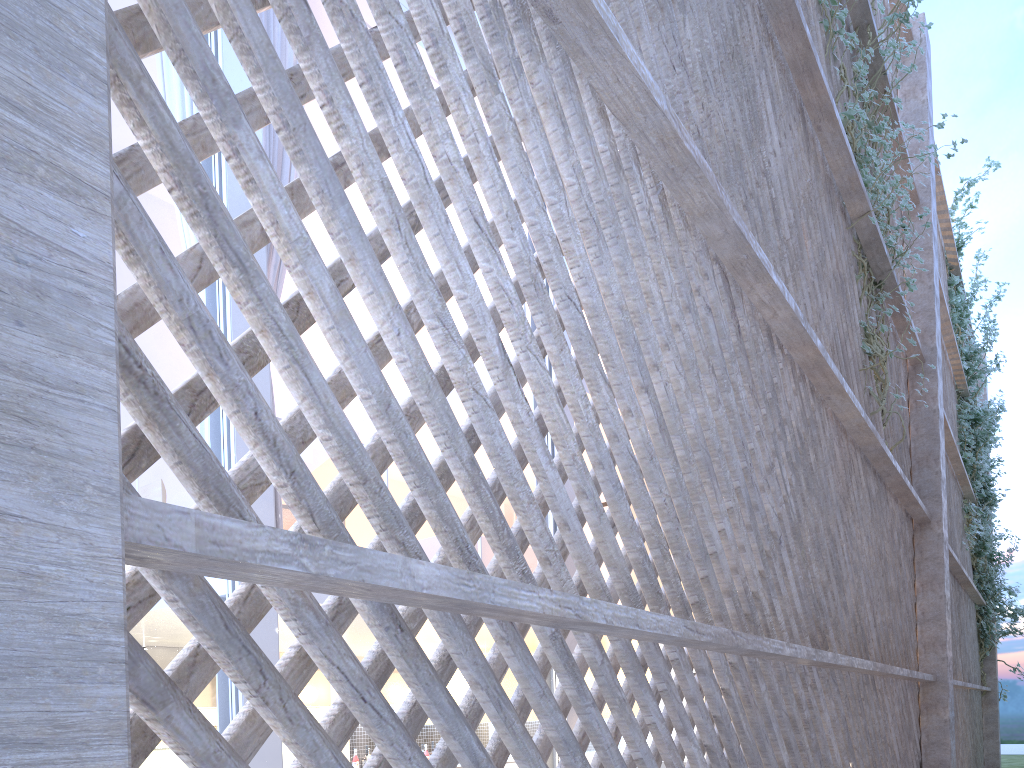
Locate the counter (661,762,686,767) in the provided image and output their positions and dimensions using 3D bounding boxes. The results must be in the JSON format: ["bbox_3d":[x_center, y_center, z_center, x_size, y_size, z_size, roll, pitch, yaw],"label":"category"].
[{"bbox_3d":[0.425,2.933,5.811,0.844,0.348,2.632,-16,-25,35],"label":"counter"}]

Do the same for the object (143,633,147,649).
[{"bbox_3d":[-1.726,1.206,3.859,0.029,0.075,0.030,1,-4,-40],"label":"object"}]

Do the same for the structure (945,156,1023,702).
[{"bbox_3d":[3.974,1.035,7.272,1.131,4.283,3.417,-3,-8,37],"label":"structure"}]

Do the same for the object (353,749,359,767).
[{"bbox_3d":[-1.036,1.783,4.434,1.730,0.763,1.929,-15,-23,34],"label":"object"}]

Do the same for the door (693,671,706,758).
[{"bbox_3d":[-0.232,2.664,6.083,5.677,1.128,0.491,15,-14,-37],"label":"door"}]

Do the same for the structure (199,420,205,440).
[{"bbox_3d":[-2.023,0.923,2.737,1.404,1.689,1.491,-9,-12,38],"label":"structure"}]

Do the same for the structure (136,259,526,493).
[{"bbox_3d":[-1.713,0.620,3.427,1.767,3.126,3.800,-6,-13,38],"label":"structure"}]

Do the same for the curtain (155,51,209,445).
[{"bbox_3d":[-1.203,-0.516,3.126,0.521,2.300,0.098,-3,-1,36],"label":"curtain"}]

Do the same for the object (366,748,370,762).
[{"bbox_3d":[-1.585,2.292,5.001,0.046,0.274,1.953,-3,-17,40],"label":"object"}]

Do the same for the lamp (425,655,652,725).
[{"bbox_3d":[0.276,2.207,5.913,0.462,0.397,2.410,-11,-23,36],"label":"lamp"}]

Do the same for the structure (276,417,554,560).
[{"bbox_3d":[-0.333,0.628,3.574,0.028,0.522,1.776,-2,-16,39],"label":"structure"}]

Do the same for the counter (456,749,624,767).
[{"bbox_3d":[0.066,3.379,6.930,0.237,0.410,3.801,-6,-20,38],"label":"counter"}]

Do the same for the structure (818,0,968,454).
[{"bbox_3d":[1.191,-1.009,2.930,0.751,2.570,2.460,-3,-10,31],"label":"structure"}]

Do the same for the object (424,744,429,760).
[{"bbox_3d":[-0.636,2.766,6.111,0.044,0.177,0.044,-3,-2,40],"label":"object"}]

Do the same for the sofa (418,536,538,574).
[{"bbox_3d":[-0.147,1.139,4.740,0.517,0.344,1.028,-13,-23,36],"label":"sofa"}]

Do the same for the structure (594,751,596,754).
[{"bbox_3d":[0.696,2.957,6.495,0.116,0.117,0.035,-11,-8,39],"label":"structure"}]
